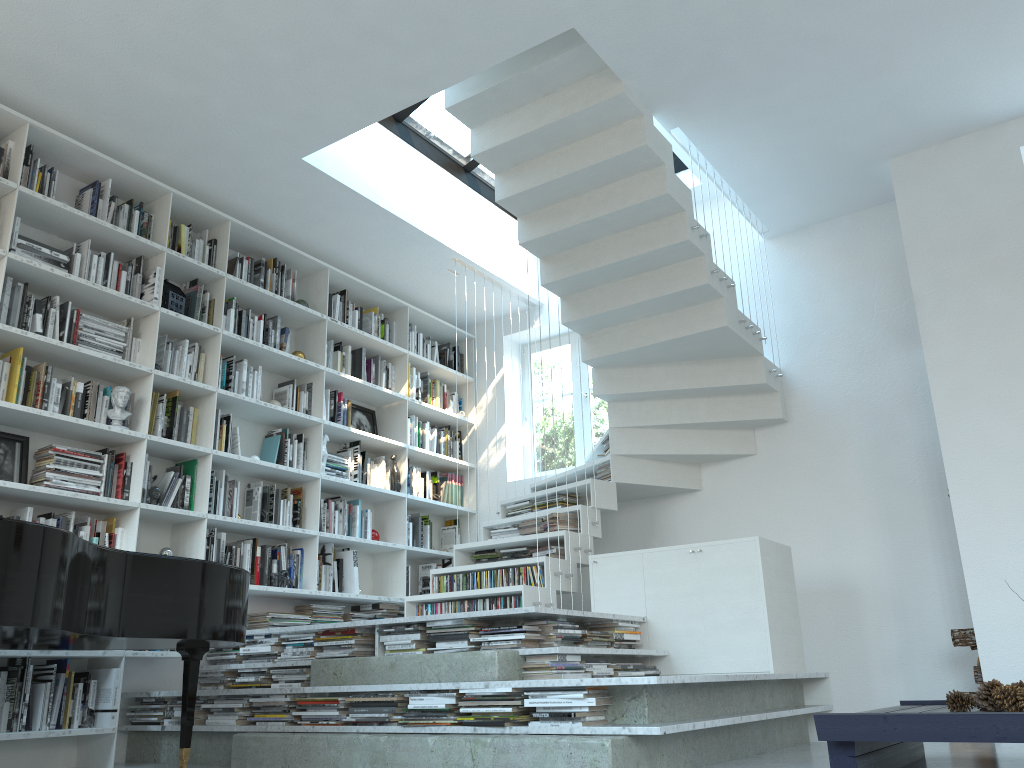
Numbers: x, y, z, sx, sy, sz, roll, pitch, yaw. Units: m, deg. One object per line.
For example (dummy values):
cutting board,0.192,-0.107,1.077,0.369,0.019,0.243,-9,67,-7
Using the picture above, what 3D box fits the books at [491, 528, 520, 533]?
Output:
books,-0.012,0.987,5.923,0.203,0.011,0.173,-12,-21,27

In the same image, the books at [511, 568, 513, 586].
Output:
books,0.036,1.130,5.107,0.010,0.125,0.125,-13,-22,32

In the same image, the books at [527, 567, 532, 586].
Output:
books,0.126,1.107,5.049,0.011,0.125,0.125,-13,-22,32

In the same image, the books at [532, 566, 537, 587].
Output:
books,0.161,1.100,5.026,0.034,0.123,0.125,-13,-22,32

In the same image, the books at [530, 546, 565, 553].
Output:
books,0.239,1.009,5.391,0.169,0.014,0.213,11,-23,-34

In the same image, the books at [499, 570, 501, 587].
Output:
books,-0.033,1.146,5.151,0.013,0.125,0.125,-13,-22,32

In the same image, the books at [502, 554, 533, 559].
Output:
books,0.053,1.095,5.595,0.155,0.012,0.189,-15,-23,35

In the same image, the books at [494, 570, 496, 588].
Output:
books,-0.062,1.154,5.170,0.011,0.125,0.125,-13,-22,32

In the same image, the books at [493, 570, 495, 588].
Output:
books,-0.070,1.156,5.175,0.009,0.125,0.125,-13,-22,32

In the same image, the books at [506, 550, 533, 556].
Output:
books,0.067,1.080,5.623,0.178,0.017,0.133,-16,-23,36

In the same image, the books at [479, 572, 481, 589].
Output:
books,-0.152,1.176,5.227,0.007,0.125,0.125,-13,-22,32

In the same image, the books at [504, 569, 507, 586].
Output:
books,-0.003,1.139,5.131,0.018,0.125,0.125,-13,-22,32

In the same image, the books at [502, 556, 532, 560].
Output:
books,0.062,1.111,5.602,0.220,0.013,0.150,-16,-23,37

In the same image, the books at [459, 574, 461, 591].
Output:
books,-0.274,1.205,5.306,0.008,0.125,0.125,-13,-22,32

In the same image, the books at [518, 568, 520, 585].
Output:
books,0.074,1.120,5.082,0.008,0.125,0.125,-13,-22,32

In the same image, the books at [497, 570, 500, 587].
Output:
books,-0.045,1.150,5.159,0.016,0.125,0.125,-13,-22,32

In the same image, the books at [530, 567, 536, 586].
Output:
books,0.155,1.102,5.030,0.036,0.122,0.125,-13,-22,32

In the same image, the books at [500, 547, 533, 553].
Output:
books,0.053,1.059,5.608,0.194,0.014,0.178,-12,-21,27

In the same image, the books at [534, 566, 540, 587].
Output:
books,0.174,1.097,5.018,0.035,0.123,0.125,-13,-22,32

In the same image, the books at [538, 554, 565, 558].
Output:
books,0.231,1.056,5.369,0.172,0.019,0.240,9,-21,-29

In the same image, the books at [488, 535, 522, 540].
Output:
books,0.001,1.036,5.924,0.297,0.012,0.145,-13,-22,31

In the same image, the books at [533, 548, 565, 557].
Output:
books,0.249,1.031,5.391,0.141,0.028,0.223,12,-23,-35

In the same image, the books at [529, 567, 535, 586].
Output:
books,0.148,1.104,5.034,0.035,0.123,0.125,-13,-22,32

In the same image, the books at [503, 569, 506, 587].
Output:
books,-0.011,1.141,5.137,0.012,0.125,0.125,-13,-22,32

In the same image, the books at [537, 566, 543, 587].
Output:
books,0.193,1.093,5.005,0.034,0.123,0.125,-13,-22,32

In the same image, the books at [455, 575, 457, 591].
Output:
books,-0.299,1.212,5.322,0.009,0.125,0.125,-13,-22,32

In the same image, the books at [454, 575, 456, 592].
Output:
books,-0.306,1.213,5.326,0.007,0.125,0.125,-13,-22,32

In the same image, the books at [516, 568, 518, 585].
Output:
books,0.063,1.123,5.090,0.008,0.125,0.125,-13,-22,32

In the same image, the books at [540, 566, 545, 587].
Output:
books,0.206,1.089,4.997,0.034,0.123,0.125,-13,-22,32

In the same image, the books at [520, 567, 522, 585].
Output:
books,0.086,1.117,5.075,0.010,0.125,0.125,-13,-22,32

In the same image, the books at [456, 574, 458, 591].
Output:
books,-0.292,1.210,5.318,0.009,0.125,0.125,-13,-22,32

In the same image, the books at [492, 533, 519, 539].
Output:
books,0.001,1.022,5.931,0.231,0.019,0.143,-13,-22,31

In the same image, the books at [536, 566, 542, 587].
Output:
books,0.186,1.094,5.010,0.035,0.123,0.125,-13,-22,32

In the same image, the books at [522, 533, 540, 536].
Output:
books,0.164,0.980,5.716,0.155,0.013,0.140,-15,-23,34

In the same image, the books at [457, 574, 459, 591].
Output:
books,-0.286,1.208,5.313,0.007,0.125,0.125,-13,-22,32

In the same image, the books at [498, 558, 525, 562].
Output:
books,0.055,1.121,5.588,0.225,0.013,0.184,-13,-21,29

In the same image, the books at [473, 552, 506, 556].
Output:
books,-0.124,1.111,5.735,0.195,0.012,0.161,-13,-21,29

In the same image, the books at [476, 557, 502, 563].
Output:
books,-0.121,1.142,5.729,0.181,0.022,0.141,-11,-21,26

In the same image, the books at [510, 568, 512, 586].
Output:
books,0.028,1.131,5.112,0.008,0.125,0.125,-13,-22,32

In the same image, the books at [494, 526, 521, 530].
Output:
books,-0.006,0.978,5.935,0.180,0.014,0.157,-12,-21,28

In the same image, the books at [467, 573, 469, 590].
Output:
books,-0.223,1.193,5.273,0.008,0.125,0.125,-13,-22,32

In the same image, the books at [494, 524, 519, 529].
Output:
books,-0.005,0.965,5.942,0.180,0.014,0.157,-13,-22,30

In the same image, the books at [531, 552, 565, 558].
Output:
books,0.243,1.046,5.381,0.161,0.007,0.254,11,-23,-34

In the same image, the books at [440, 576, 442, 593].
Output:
books,-0.394,1.235,5.383,0.008,0.125,0.125,-13,-22,32

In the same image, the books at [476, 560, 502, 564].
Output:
books,-0.116,1.159,5.730,0.198,0.010,0.132,-16,-23,36

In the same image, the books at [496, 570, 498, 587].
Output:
books,-0.054,1.152,5.165,0.009,0.125,0.125,-13,-22,32

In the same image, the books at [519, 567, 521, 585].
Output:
books,0.080,1.119,5.078,0.010,0.125,0.125,-13,-22,32

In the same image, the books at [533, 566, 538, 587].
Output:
books,0.167,1.099,5.022,0.034,0.123,0.125,-13,-22,32

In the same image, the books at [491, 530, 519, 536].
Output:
books,-0.002,1.004,5.932,0.240,0.016,0.150,-13,-22,30

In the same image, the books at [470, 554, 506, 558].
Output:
books,-0.135,1.114,5.717,0.188,0.006,0.198,-12,-21,28

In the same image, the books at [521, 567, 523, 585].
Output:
books,0.093,1.115,5.070,0.008,0.125,0.125,-13,-22,32

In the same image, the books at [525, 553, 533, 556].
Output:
books,0.071,1.094,5.624,0.186,0.008,0.129,-13,-22,31

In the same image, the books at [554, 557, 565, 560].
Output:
books,0.248,1.077,5.375,0.136,0.017,0.289,10,-22,-31

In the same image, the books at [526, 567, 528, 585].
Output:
books,0.118,1.109,5.054,0.008,0.125,0.125,-13,-22,32

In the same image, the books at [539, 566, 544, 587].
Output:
books,0.200,1.091,5.001,0.036,0.122,0.125,-13,-22,32

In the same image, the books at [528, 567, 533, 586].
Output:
books,0.141,1.105,5.039,0.034,0.123,0.125,-13,-22,32

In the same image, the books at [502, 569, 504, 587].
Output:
books,-0.019,1.143,5.142,0.007,0.125,0.125,-13,-22,32

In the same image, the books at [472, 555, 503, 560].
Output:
books,-0.125,1.126,5.729,0.208,0.009,0.160,-12,-21,28

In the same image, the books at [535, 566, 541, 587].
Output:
books,0.180,1.096,5.013,0.036,0.122,0.125,-13,-22,32
